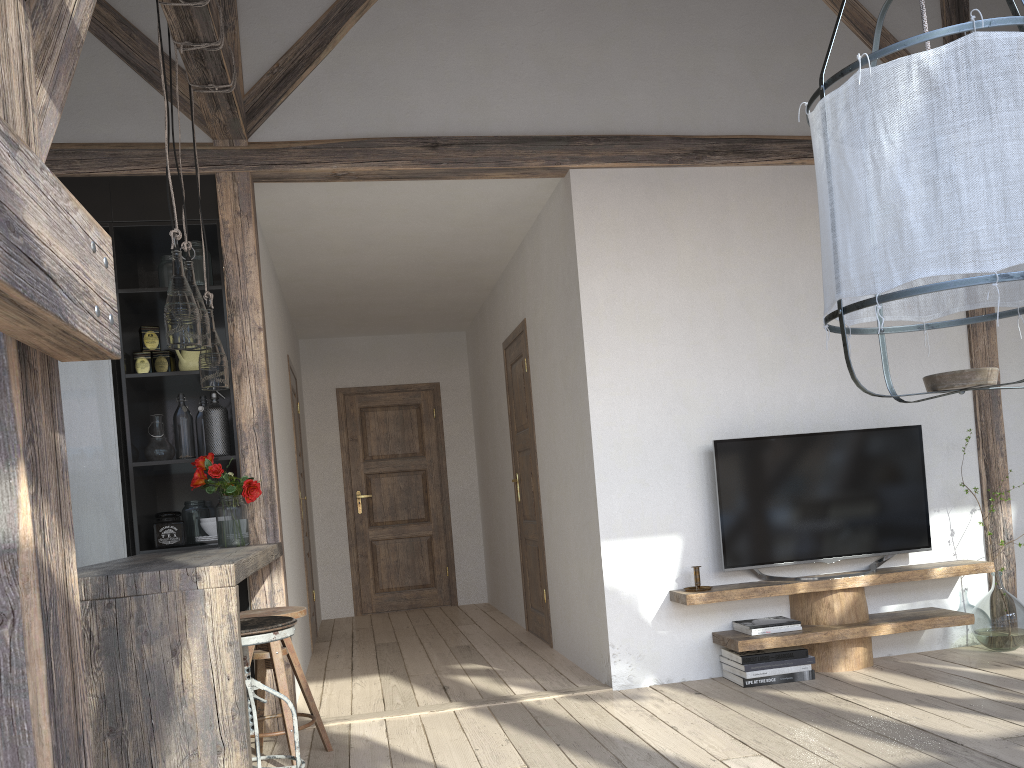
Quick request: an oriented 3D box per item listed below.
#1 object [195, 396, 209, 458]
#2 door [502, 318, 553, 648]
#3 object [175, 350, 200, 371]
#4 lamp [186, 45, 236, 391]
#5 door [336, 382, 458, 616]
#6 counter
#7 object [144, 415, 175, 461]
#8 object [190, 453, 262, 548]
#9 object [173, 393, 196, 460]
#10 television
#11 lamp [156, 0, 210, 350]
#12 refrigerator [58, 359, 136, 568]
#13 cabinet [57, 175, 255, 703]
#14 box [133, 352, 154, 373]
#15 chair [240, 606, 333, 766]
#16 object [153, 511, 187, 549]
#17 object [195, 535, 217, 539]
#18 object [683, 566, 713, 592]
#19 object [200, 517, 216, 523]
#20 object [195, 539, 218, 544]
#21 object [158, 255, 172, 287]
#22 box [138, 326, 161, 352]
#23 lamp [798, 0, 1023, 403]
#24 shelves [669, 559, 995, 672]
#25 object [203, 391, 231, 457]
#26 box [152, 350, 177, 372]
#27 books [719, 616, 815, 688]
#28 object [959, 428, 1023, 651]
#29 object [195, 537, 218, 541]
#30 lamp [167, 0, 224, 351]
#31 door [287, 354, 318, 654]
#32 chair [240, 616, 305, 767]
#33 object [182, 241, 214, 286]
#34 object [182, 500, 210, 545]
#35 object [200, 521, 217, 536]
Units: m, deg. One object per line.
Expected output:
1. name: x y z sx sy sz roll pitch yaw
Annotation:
1. object: -1.426 0.206 4.095 0.086 0.301 0.085 -5 -1 36
2. door: 0.095 0.676 5.881 0.082 2.064 0.845 -5 -1 -11
3. object: -1.463 -0.123 4.023 0.149 0.169 0.137 -3 -3 -24
4. lamp: -1.142 -0.650 3.402 0.225 1.337 0.109 -5 0 -8
5. door: -1.041 1.039 8.008 0.939 2.064 0.082 -5 0 -10
6. counter: -1.759 0.934 1.875 2.237 0.848 3.847 -4 -7 -11
7. object: -1.616 0.253 4.026 0.132 0.219 0.133 -5 -2 1
8. object: -1.218 0.496 3.790 0.313 0.413 0.251 -6 -2 23
9. object: -1.480 0.194 3.968 0.085 0.301 0.086 -5 -1 -19
10. television: 1.526 0.588 4.303 1.101 0.704 0.207 -4 -1 -10
11. lamp: -1.038 -0.761 2.809 0.225 1.284 0.108 -5 0 -8
12. refrigerator: -2.199 0.689 4.069 0.942 1.915 0.855 -4 -1 -10
13. cabinet: -1.932 0.143 2.064 2.089 2.493 4.252 -4 -5 -11
14. box: -1.662 -0.083 3.980 0.082 0.113 0.083 -4 -3 -10
15. chair: -0.939 1.186 3.432 0.341 0.593 0.341 -5 -2 10
16. object: -1.545 0.657 3.970 0.134 0.164 0.135 -4 -3 -20
17. object: -1.343 0.705 4.047 0.216 0.024 0.214 -11 -10 42
18. object: 0.881 0.924 4.183 0.139 0.112 0.141 -2 -5 -28
19. object: -1.347 0.655 4.047 0.162 0.084 0.163 -5 -6 3
20. object: -1.342 0.721 4.047 0.216 0.024 0.214 -10 -9 37
21. object: -1.546 -0.490 4.015 0.127 0.172 0.126 -6 -3 29
22. box: -1.636 -0.198 3.973 0.082 0.113 0.083 -3 -3 -30
23. lamp: 0.645 -0.924 1.423 0.409 1.889 0.398 -5 0 31
24. shelves: 1.592 1.157 4.260 1.600 0.449 0.333 -4 -3 -10
25. object: -1.338 0.160 3.977 0.109 0.349 0.108 -5 -1 20
26. box: -1.575 -0.089 3.991 0.083 0.113 0.083 -5 -3 0
27. books: 1.207 1.270 4.191 0.359 0.263 0.293 -4 -4 -10
28. object: 2.518 0.768 4.446 0.514 1.116 0.276 -4 -1 -24
29. object: -1.342 0.713 4.047 0.214 0.024 0.216 2 -10 -42
30. lamp: -1.098 -0.745 3.094 0.240 1.234 0.108 -5 0 2
31. door: -1.532 0.884 6.458 0.082 2.064 0.845 -5 -1 -11
32. chair: -0.842 1.082 2.824 0.355 0.634 0.353 -5 -2 23
33. object: -1.411 -0.527 3.949 0.125 0.206 0.125 -5 -2 -6
34. object: -1.493 0.656 4.163 0.124 0.206 0.126 -4 -2 -24
35. object: -1.346 0.673 4.047 0.162 0.084 0.163 -5 -6 3
